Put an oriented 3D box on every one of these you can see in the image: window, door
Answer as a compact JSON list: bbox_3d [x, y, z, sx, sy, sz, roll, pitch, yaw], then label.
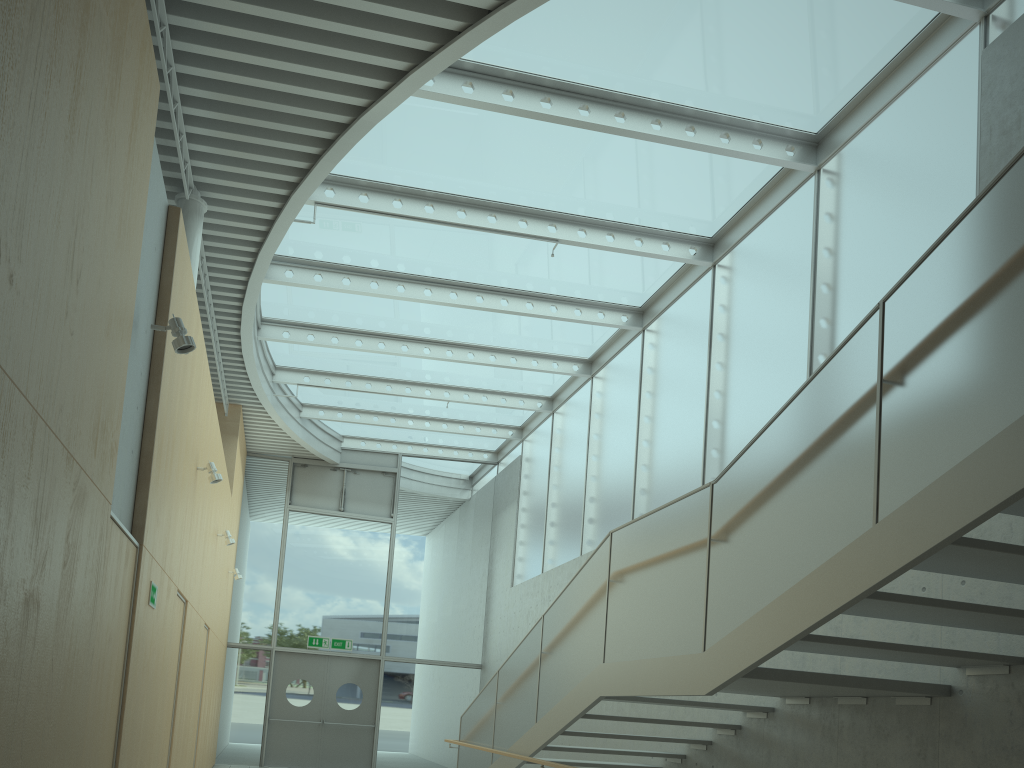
[{"bbox_3d":[-2.766,4.172,15.946,4.905,6.075,0.112,8,-6,-16],"label":"window"},{"bbox_3d":[-3.459,6.021,15.593,1.941,2.036,0.179,8,-6,-16],"label":"door"},{"bbox_3d":[1.182,0.867,11.383,0.030,2.628,16.438,6,-21,-14],"label":"window"},{"bbox_3d":[-1.011,1.990,10.651,4.826,5.999,16.620,7,-20,-14],"label":"window"}]

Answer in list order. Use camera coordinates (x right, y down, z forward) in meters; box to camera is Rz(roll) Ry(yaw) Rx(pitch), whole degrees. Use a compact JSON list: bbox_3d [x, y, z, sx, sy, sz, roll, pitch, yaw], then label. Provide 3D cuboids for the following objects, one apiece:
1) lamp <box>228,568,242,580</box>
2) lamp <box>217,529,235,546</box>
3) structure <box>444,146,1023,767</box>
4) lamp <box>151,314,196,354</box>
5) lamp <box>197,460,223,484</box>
[{"bbox_3d":[-4.368,2.998,13.414,0.239,0.189,0.143,15,-15,-34],"label":"lamp"},{"bbox_3d":[-3.497,1.877,10.397,0.239,0.189,0.143,15,-15,-34],"label":"lamp"},{"bbox_3d":[1.836,1.547,5.271,1.901,4.029,13.244,6,-20,-14],"label":"structure"},{"bbox_3d":[-1.824,-0.277,4.598,0.239,0.189,0.143,15,-15,-34],"label":"lamp"},{"bbox_3d":[-2.633,0.764,7.400,0.239,0.189,0.143,15,-15,-34],"label":"lamp"}]
